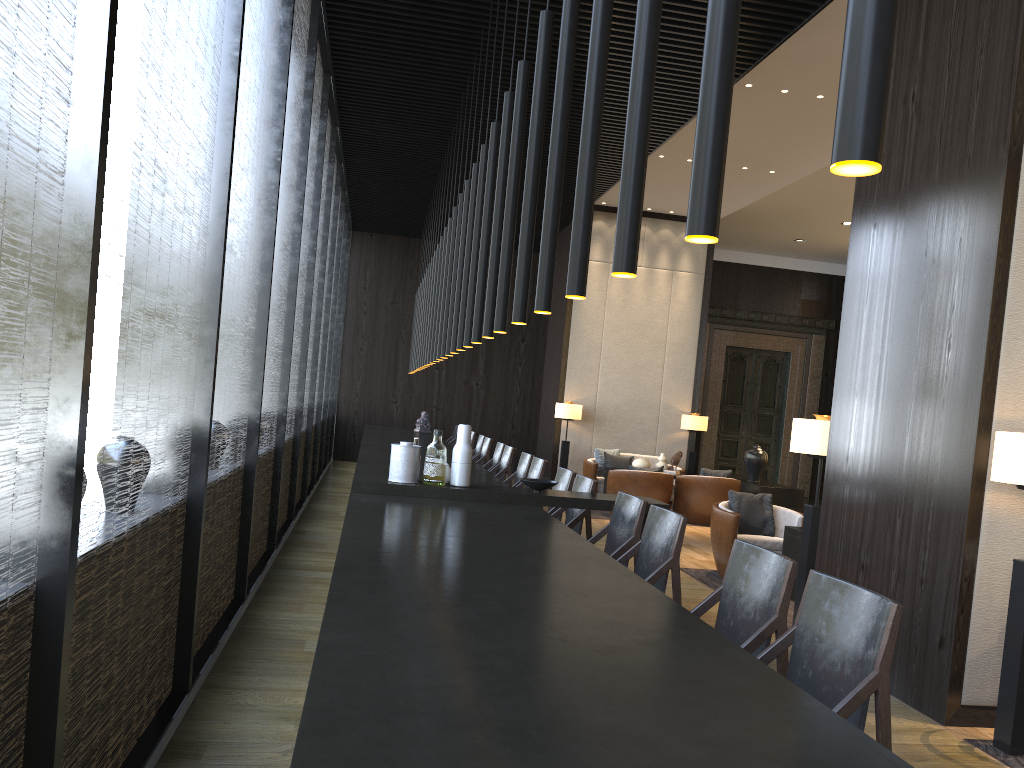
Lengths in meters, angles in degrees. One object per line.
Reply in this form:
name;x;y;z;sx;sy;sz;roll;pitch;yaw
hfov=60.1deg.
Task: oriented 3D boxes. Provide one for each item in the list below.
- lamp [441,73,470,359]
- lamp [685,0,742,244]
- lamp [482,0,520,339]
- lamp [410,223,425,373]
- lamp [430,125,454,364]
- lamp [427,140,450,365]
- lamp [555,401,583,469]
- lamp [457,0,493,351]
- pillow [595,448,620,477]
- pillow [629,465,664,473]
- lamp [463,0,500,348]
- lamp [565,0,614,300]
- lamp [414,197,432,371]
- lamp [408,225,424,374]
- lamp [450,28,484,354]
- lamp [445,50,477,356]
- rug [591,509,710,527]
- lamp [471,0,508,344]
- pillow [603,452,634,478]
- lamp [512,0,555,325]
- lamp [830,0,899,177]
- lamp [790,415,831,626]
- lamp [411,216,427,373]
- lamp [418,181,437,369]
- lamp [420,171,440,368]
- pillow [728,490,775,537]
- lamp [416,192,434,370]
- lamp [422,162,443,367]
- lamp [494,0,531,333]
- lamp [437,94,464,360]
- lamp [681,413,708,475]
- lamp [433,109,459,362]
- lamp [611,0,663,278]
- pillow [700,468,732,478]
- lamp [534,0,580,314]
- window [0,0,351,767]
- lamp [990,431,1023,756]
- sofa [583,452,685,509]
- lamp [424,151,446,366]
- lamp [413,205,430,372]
lamp;-0.461;-1.424;7.410;0.060;2.425;0.060;5;2;-4
lamp;0.458;-1.470;1.579;0.060;2.425;0.060;5;2;-14
lamp;-0.013;-1.446;4.572;0.060;2.425;0.060;5;2;-14
lamp;-1.436;-1.376;13.598;0.060;2.425;0.060;5;2;-14
lamp;-0.682;-1.413;8.817;0.060;2.425;0.060;5;2;-14
lamp;-0.759;-1.409;9.305;0.060;2.425;0.060;5;2;-4
lamp;0.747;0.922;12.474;0.374;1.353;0.375;6;2;21
lamp;-0.238;-1.435;5.997;0.060;2.425;0.060;5;2;-14
pillow;1.353;1.106;12.448;0.434;0.400;0.200;5;1;-31
pillow;1.588;1.118;10.530;0.441;0.339;0.204;5;1;-2
lamp;-0.167;-1.439;5.546;0.060;2.425;0.060;5;2;-14
lamp;0.299;-1.462;2.586;0.060;2.425;0.060;5;2;-14
lamp;-1.200;-1.387;12.103;0.060;2.425;0.060;5;2;-14
lamp;-1.516;-1.372;14.108;0.060;2.425;0.060;5;2;-14
lamp;-0.313;-1.431;6.475;0.060;2.425;0.060;5;2;-14
lamp;-0.383;-1.428;6.915;0.060;2.425;0.060;5;2;-14
rug;1.721;1.666;11.578;2.042;0.008;2.238;5;-1;-9
lamp;-0.095;-1.442;5.087;0.060;2.425;0.060;5;2;-14
pillow;1.474;1.135;12.312;0.472;0.362;0.219;5;1;-12
lamp;0.139;-1.454;3.602;0.060;2.425;0.060;5;2;-14
lamp;0.540;-1.474;1.061;0.060;2.425;0.060;5;2;-14
lamp;1.856;0.867;5.437;0.374;1.353;0.375;6;2;21
lamp;-1.357;-1.380;13.097;0.060;2.425;0.060;5;2;-14
lamp;-1.052;-1.395;11.166;0.060;2.425;0.060;5;2;-14
lamp;-0.975;-1.399;10.675;0.060;2.425;0.060;5;2;-14
pillow;1.998;1.083;7.409;0.399;0.363;0.221;5;1;-9
lamp;-1.125;-1.391;11.630;0.060;2.425;0.060;5;2;-14
lamp;-0.903;-1.402;10.218;0.060;2.425;0.060;5;2;-14
lamp;0.054;-1.450;4.146;0.060;2.425;0.060;5;2;-14
lamp;-0.535;-1.420;7.881;0.060;2.425;0.060;5;2;-14
lamp;2.579;1.098;12.771;0.373;1.353;0.375;7;2;38
lamp;-0.605;-1.417;8.329;0.060;2.425;0.060;5;2;-4
lamp;0.379;-1.466;2.080;0.060;2.425;0.060;5;2;-14
pillow;2.432;1.195;10.668;0.399;0.363;0.221;5;1;-9
lamp;0.220;-1.458;3.094;0.060;2.425;0.060;5;2;-14
window;5.167;-0.390;0.317;12.062;4.234;31.829;5;-1;-9
lamp;2.137;0.853;3.652;0.375;1.353;0.373;5;2;-19
sofa;1.678;1.337;12.411;1.450;0.695;0.601;5;1;-9
lamp;-0.830;-1.406;9.752;0.060;2.425;0.060;5;2;-14
lamp;-1.279;-1.384;12.604;0.060;2.425;0.060;5;2;-14
